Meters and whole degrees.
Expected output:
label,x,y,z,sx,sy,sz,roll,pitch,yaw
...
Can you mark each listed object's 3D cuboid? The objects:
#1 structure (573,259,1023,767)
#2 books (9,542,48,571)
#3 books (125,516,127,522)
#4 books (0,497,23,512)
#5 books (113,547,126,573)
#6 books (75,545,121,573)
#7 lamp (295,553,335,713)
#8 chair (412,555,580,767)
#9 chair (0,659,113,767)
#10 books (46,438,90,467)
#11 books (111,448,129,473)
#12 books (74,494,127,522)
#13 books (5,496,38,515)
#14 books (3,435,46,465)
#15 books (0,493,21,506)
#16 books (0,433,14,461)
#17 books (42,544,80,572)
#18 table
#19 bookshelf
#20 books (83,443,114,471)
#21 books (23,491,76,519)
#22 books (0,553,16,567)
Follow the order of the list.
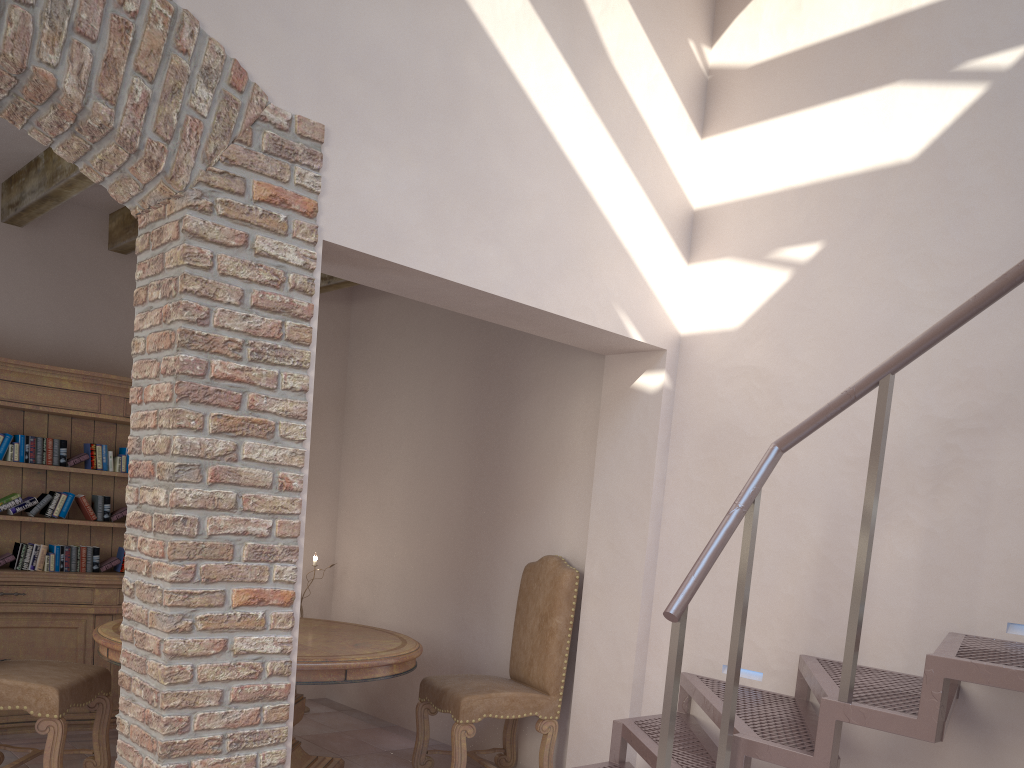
label,x,y,z,sx,sy,sz,roll,pitch,yaw
structure,-0.493,-0.214,0.336,7.364,3.252,3.681,11,-5,-42
books,-2.643,0.945,4.958,0.166,0.151,0.119,7,-1,-43
books,-2.166,0.753,5.350,0.186,0.145,0.131,8,-2,-44
books,-2.706,0.647,4.847,0.142,0.101,0.119,8,-4,-43
books,-2.240,1.039,5.336,0.166,0.151,0.119,7,-1,-43
books,-2.376,1.009,5.209,0.230,0.148,0.119,9,-2,-43
lamp,-1.367,1.628,6.042,0.341,1.146,0.227,4,6,-10
chair,-0.088,1.479,4.696,0.652,1.262,0.527,3,4,-28
chair,-2.173,1.180,3.982,0.642,1.262,0.536,5,4,-3
books,-2.466,0.387,5.013,0.230,0.148,0.119,9,-2,-43
books,-2.211,0.446,5.253,0.186,0.145,0.131,8,-2,-44
books,-2.339,0.713,5.187,0.298,0.147,0.119,10,-3,-42
books,-2.652,0.657,4.897,0.145,0.105,0.119,8,-4,-43
books,-2.616,0.351,4.874,0.186,0.145,0.131,8,-2,-44
books,-2.710,0.622,4.840,0.135,0.088,0.116,9,-5,-43
books,-2.753,0.321,4.744,0.237,0.149,0.119,9,-2,-43
books,-2.527,0.974,5.070,0.186,0.145,0.131,8,-2,-44
table,-1.229,1.594,4.461,1.489,0.750,1.554,3,-6,23
bookshelf,-2.370,0.973,5.180,2.070,2.023,0.470,6,3,-42
books,-2.337,0.416,5.133,0.137,0.149,0.119,6,0,-43
books,-2.545,0.662,4.994,0.237,0.149,0.119,9,-2,-43
books,-2.780,0.915,4.831,0.230,0.148,0.119,9,-2,-43
